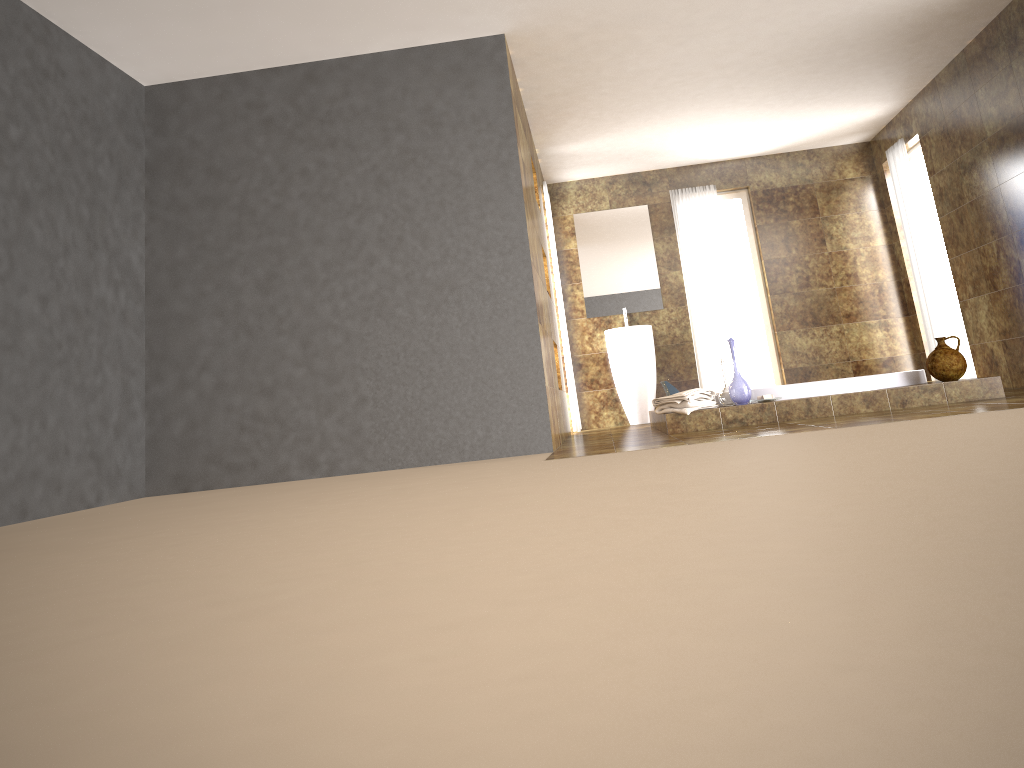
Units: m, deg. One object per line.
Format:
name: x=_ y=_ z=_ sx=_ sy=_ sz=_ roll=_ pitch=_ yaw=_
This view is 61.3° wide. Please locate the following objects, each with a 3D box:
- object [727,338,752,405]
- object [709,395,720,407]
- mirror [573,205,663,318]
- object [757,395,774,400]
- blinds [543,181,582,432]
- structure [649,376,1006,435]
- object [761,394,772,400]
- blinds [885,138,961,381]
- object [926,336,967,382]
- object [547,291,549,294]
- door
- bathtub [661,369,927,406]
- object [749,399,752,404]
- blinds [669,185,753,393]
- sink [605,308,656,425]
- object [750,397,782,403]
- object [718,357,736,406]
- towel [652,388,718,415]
object: x=1.403 y=-0.081 z=5.402 sx=0.135 sy=0.436 sz=0.130 roll=-9 pitch=-13 yaw=12
object: x=1.259 y=0.118 z=5.621 sx=0.170 sy=0.078 sz=0.163 roll=-5 pitch=-4 yaw=-14
mirror: x=1.071 y=-1.249 z=8.772 sx=0.766 sy=1.134 sz=0.008 roll=-7 pitch=-14 yaw=4
object: x=1.574 y=0.087 z=5.360 sx=0.099 sy=0.033 sz=0.060 roll=-8 pitch=-5 yaw=19
blinds: x=0.459 y=-0.723 z=7.940 sx=0.067 sy=2.365 sz=0.574 roll=-8 pitch=-13 yaw=6
structure: x=2.038 y=0.153 z=6.185 sx=1.999 sy=0.129 sz=1.943 roll=-7 pitch=-2 yaw=5
object: x=1.560 y=0.083 z=5.293 sx=0.053 sy=0.035 sz=0.071 roll=-7 pitch=-4 yaw=6
blinds: x=3.685 y=-1.095 z=7.807 sx=0.069 sy=2.365 sz=0.463 roll=-8 pitch=-14 yaw=6
object: x=2.714 y=-0.157 z=5.416 sx=0.230 sy=0.286 sz=0.220 roll=-2 pitch=-10 yaw=-23
object: x=0.185 y=-0.813 z=6.731 sx=0.174 sy=0.296 sz=0.107 roll=-7 pitch=-13 yaw=5
door: x=4.318 y=-1.110 z=7.931 sx=0.933 sy=2.314 sz=0.039 roll=-15 pitch=-17 yaw=36
bathtub: x=2.036 y=0.145 z=6.186 sx=1.709 sy=0.544 sz=1.733 roll=-9 pitch=-4 yaw=36
object: x=1.482 y=0.068 z=5.483 sx=0.057 sy=0.120 sz=0.055 roll=1 pitch=-14 yaw=-32
blinds: x=1.969 y=-0.879 z=8.563 sx=0.518 sy=2.353 sz=0.064 roll=-7 pitch=-14 yaw=4
sink: x=1.161 y=-0.192 z=8.290 sx=0.457 sy=1.181 sz=0.419 roll=-8 pitch=-13 yaw=7
object: x=1.572 y=0.103 z=5.346 sx=0.190 sy=0.019 sz=0.183 roll=-6 pitch=-2 yaw=-6
object: x=1.368 y=-0.016 z=5.525 sx=0.129 sy=0.320 sz=0.125 roll=-9 pitch=-13 yaw=12
towel: x=1.083 y=0.116 z=5.436 sx=0.320 sy=0.156 sz=0.328 roll=-3 pitch=-6 yaw=-40
